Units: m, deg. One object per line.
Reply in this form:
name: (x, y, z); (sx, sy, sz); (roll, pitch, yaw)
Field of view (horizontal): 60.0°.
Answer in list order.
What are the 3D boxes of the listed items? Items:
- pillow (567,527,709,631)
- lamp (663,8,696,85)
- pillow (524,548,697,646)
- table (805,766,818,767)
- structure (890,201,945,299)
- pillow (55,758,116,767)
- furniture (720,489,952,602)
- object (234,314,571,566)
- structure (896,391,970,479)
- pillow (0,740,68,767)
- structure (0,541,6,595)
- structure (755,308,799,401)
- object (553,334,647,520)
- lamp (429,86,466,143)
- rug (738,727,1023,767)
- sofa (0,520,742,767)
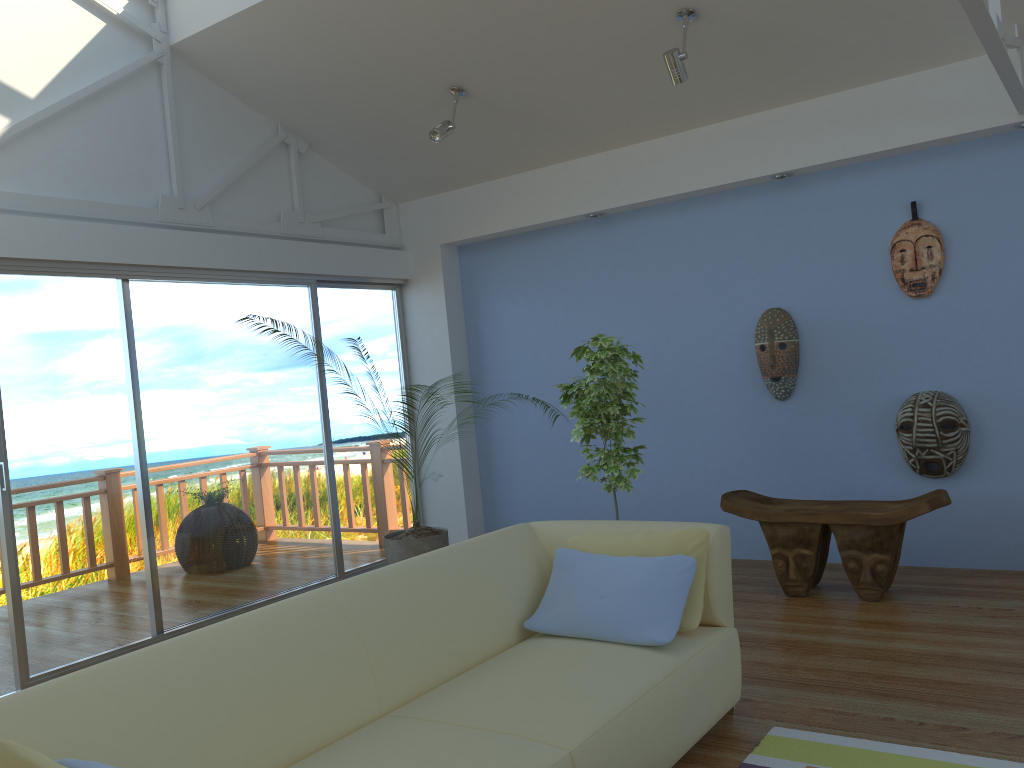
pillow: (0.390, 0.655, 3.030); (0.559, 0.311, 0.201); (-5, 1, 35)
lamp: (0.796, -1.607, 4.228); (0.195, 0.351, 0.127); (-6, 1, -38)
pillow: (0.314, 0.701, 2.934); (0.566, 0.244, 0.272); (-5, 1, 37)
table: (0.830, 1.027, 1.615); (0.800, 0.198, 0.800); (-5, 1, 35)
structure: (2.119, -0.704, 4.654); (0.264, 0.508, 0.063); (-5, 1, 35)
pillow: (-0.579, 0.798, 1.651); (0.566, 0.244, 0.272); (-5, 1, 32)
furniture: (1.593, 0.787, 4.411); (1.100, 0.507, 0.329); (-5, 1, 35)
object: (-0.500, 0.385, 5.181); (1.563, 1.695, 1.706); (-5, 1, 26)
structure: (2.174, 0.274, 4.614); (0.359, 0.466, 0.185); (-5, 1, 35)
pillow: (-0.631, 0.766, 1.567); (0.571, 0.312, 0.275); (-5, 1, 32)
structure: (-4.188, 1.651, 5.094); (4.086, 2.064, 6.950); (-5, 1, 35)
structure: (1.508, -0.168, 5.085); (0.254, 0.541, 0.115); (-5, 1, 35)
object: (0.541, 0.434, 4.627); (0.495, 1.409, 0.699); (-6, 1, -12)
lamp: (-0.369, -1.514, 5.007); (0.254, 0.327, 0.118); (-6, 1, -38)
rug: (0.826, 1.135, 1.623); (1.400, 0.018, 2.100); (-5, 1, 35)
sofa: (-0.231, 0.875, 2.366); (0.950, 0.597, 2.448); (-5, 1, 35)
